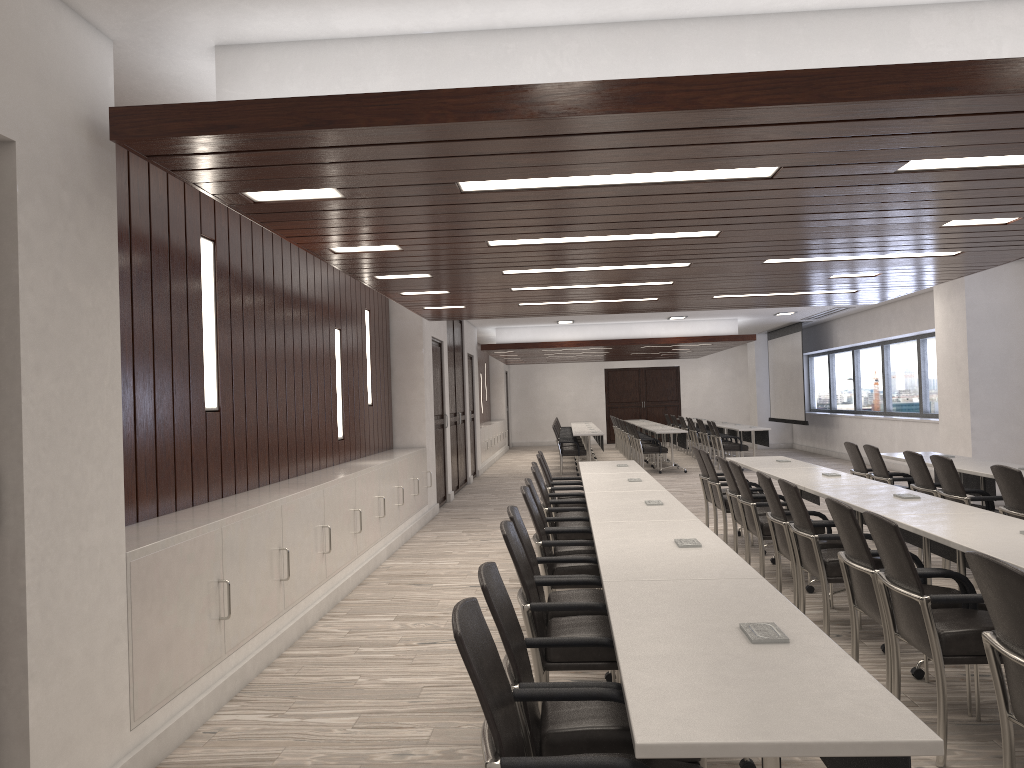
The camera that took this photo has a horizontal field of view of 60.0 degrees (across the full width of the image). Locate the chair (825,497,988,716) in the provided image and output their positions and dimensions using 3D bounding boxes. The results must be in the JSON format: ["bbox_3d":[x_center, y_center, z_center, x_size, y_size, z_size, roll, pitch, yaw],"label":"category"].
[{"bbox_3d":[1.830,0.995,4.131,0.638,0.939,0.513,-2,-1,3],"label":"chair"}]

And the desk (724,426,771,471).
[{"bbox_3d":[4.482,1.216,16.881,0.577,0.795,1.509,-2,-1,3],"label":"desk"}]

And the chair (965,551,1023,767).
[{"bbox_3d":[1.744,0.969,2.623,0.638,0.939,0.513,-2,-1,3],"label":"chair"}]

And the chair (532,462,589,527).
[{"bbox_3d":[0.494,1.097,7.259,0.638,0.939,0.513,-2,-1,3],"label":"chair"}]

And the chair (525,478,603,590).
[{"bbox_3d":[0.415,1.072,5.746,0.638,0.939,0.513,-2,-1,3],"label":"chair"}]

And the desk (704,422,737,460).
[{"bbox_3d":[4.666,1.266,19.911,0.577,0.795,1.509,-2,-1,3],"label":"desk"}]

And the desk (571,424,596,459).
[{"bbox_3d":[1.750,1.395,21.612,0.577,0.795,1.509,-2,-1,3],"label":"desk"}]

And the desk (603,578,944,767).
[{"bbox_3d":[0.582,1.076,2.428,0.577,0.795,1.509,-2,-1,3],"label":"desk"}]

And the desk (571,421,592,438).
[{"bbox_3d":[1.935,1.445,24.655,0.577,0.795,1.509,-2,-1,3],"label":"desk"}]

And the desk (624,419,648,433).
[{"bbox_3d":[3.450,1.393,24.563,0.577,0.795,1.509,-2,-1,3],"label":"desk"}]

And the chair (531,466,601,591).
[{"bbox_3d":[0.477,1.088,6.739,0.638,0.939,0.513,-2,-1,4],"label":"chair"}]

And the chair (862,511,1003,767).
[{"bbox_3d":[1.808,0.986,3.611,0.638,0.939,0.513,-2,-1,3],"label":"chair"}]

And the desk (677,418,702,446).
[{"bbox_3d":[4.944,1.342,24.473,0.577,0.795,1.509,-2,-1,3],"label":"desk"}]

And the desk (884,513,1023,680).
[{"bbox_3d":[2.190,1.049,3.847,0.577,0.795,1.509,-2,-1,3],"label":"desk"}]

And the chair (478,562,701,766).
[{"bbox_3d":[0.230,1.021,2.719,0.638,0.939,0.513,-2,-1,3],"label":"chair"}]

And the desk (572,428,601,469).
[{"bbox_3d":[1.565,1.344,18.582,0.577,0.795,1.509,-2,-1,3],"label":"desk"}]

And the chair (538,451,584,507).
[{"bbox_3d":[0.591,1.122,8.787,0.638,0.939,0.513,-2,-1,3],"label":"chair"}]

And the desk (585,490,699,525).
[{"bbox_3d":[0.767,1.127,5.458,0.577,0.795,1.509,-2,-1,3],"label":"desk"}]

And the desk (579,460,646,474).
[{"bbox_3d":[0.952,1.177,8.500,0.577,0.795,1.509,-2,-1,3],"label":"desk"}]

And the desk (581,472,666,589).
[{"bbox_3d":[0.859,1.152,6.980,0.577,0.795,1.509,-2,-1,3],"label":"desk"}]

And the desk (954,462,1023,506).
[{"bbox_3d":[3.868,1.049,6.799,0.577,0.795,1.509,-2,-1,3],"label":"desk"}]

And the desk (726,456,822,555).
[{"bbox_3d":[2.467,1.125,8.409,0.577,0.795,1.509,-2,-1,3],"label":"desk"}]

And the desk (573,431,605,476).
[{"bbox_3d":[1.473,1.319,17.062,0.577,0.795,1.509,-2,-1,3],"label":"desk"}]

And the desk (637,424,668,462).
[{"bbox_3d":[3.173,1.317,20.001,0.577,0.795,1.509,-2,-1,3],"label":"desk"}]

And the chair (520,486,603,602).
[{"bbox_3d":[0.383,1.063,5.216,0.638,0.939,0.513,-2,-1,4],"label":"chair"}]

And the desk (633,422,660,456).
[{"bbox_3d":[3.265,1.343,21.521,0.577,0.795,1.509,-2,-1,3],"label":"desk"}]

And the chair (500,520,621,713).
[{"bbox_3d":[0.284,1.038,3.698,0.638,0.939,0.513,-2,-1,4],"label":"chair"}]

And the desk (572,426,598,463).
[{"bbox_3d":[1.657,1.369,20.093,0.577,0.795,1.509,-2,-1,3],"label":"desk"}]

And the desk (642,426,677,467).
[{"bbox_3d":[3.081,1.292,18.491,0.577,0.795,1.509,-2,-1,3],"label":"desk"}]

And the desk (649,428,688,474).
[{"bbox_3d":[2.988,1.267,16.971,0.577,0.795,1.509,-2,-1,3],"label":"desk"}]

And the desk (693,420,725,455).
[{"bbox_3d":[4.759,1.291,21.431,0.577,0.795,1.509,-2,-1,3],"label":"desk"}]

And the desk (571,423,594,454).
[{"bbox_3d":[1.842,1.420,23.135,0.577,0.795,1.509,-2,-1,3],"label":"desk"}]

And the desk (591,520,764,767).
[{"bbox_3d":[0.674,1.101,3.938,0.577,0.795,1.509,-2,-1,3],"label":"desk"}]

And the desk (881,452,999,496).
[{"bbox_3d":[3.961,1.074,8.319,0.577,0.795,1.509,-2,-1,3],"label":"desk"}]

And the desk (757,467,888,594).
[{"bbox_3d":[2.375,1.100,6.889,0.577,0.795,1.509,-2,-1,3],"label":"desk"}]

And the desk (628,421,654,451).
[{"bbox_3d":[3.358,1.368,23.043,0.577,0.795,1.509,-2,-1,3],"label":"desk"}]

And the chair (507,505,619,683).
[{"bbox_3d":[0.310,1.047,4.232,0.638,0.939,0.513,-2,-1,3],"label":"chair"}]

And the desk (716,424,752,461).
[{"bbox_3d":[4.574,1.241,18.401,0.577,0.795,1.509,-2,-1,3],"label":"desk"}]

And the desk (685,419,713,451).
[{"bbox_3d":[4.851,1.317,22.953,0.577,0.795,1.509,-2,-1,3],"label":"desk"}]

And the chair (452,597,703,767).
[{"bbox_3d":[0.187,1.013,2.197,0.638,0.939,0.513,-2,-1,3],"label":"chair"}]

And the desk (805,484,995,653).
[{"bbox_3d":[2.282,1.075,5.366,0.577,0.795,1.509,-2,-1,3],"label":"desk"}]

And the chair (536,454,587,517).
[{"bbox_3d":[0.560,1.114,8.258,0.638,0.939,0.513,-2,-1,3],"label":"chair"}]
